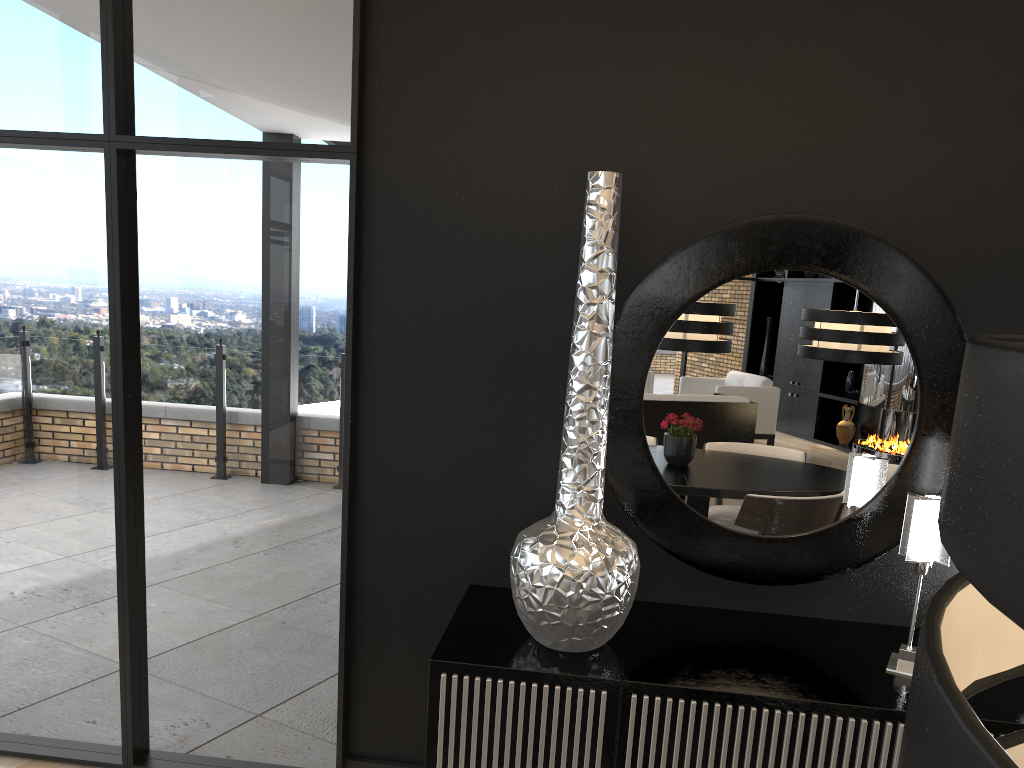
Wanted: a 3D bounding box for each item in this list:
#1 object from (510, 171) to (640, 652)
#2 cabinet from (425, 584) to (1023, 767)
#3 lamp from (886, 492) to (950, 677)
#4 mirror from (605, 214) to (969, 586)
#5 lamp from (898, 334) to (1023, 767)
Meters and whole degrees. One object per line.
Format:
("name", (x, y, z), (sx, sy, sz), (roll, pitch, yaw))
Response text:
("object", (0.190, 0.089, 2.271), (0.342, 1.229, 0.338), (6, 11, 15))
("cabinet", (0.915, 1.123, 2.447), (2.235, 0.780, 0.601), (4, 9, 6))
("lamp", (1.062, 0.519, 2.301), (0.124, 0.473, 0.131), (9, 12, 28))
("mirror", (0.769, 0.066, 2.552), (1.075, 1.096, 0.025), (4, 11, 6))
("lamp", (0.412, -0.390, 0.094), (0.535, 1.351, 0.527), (4, 11, 5))
